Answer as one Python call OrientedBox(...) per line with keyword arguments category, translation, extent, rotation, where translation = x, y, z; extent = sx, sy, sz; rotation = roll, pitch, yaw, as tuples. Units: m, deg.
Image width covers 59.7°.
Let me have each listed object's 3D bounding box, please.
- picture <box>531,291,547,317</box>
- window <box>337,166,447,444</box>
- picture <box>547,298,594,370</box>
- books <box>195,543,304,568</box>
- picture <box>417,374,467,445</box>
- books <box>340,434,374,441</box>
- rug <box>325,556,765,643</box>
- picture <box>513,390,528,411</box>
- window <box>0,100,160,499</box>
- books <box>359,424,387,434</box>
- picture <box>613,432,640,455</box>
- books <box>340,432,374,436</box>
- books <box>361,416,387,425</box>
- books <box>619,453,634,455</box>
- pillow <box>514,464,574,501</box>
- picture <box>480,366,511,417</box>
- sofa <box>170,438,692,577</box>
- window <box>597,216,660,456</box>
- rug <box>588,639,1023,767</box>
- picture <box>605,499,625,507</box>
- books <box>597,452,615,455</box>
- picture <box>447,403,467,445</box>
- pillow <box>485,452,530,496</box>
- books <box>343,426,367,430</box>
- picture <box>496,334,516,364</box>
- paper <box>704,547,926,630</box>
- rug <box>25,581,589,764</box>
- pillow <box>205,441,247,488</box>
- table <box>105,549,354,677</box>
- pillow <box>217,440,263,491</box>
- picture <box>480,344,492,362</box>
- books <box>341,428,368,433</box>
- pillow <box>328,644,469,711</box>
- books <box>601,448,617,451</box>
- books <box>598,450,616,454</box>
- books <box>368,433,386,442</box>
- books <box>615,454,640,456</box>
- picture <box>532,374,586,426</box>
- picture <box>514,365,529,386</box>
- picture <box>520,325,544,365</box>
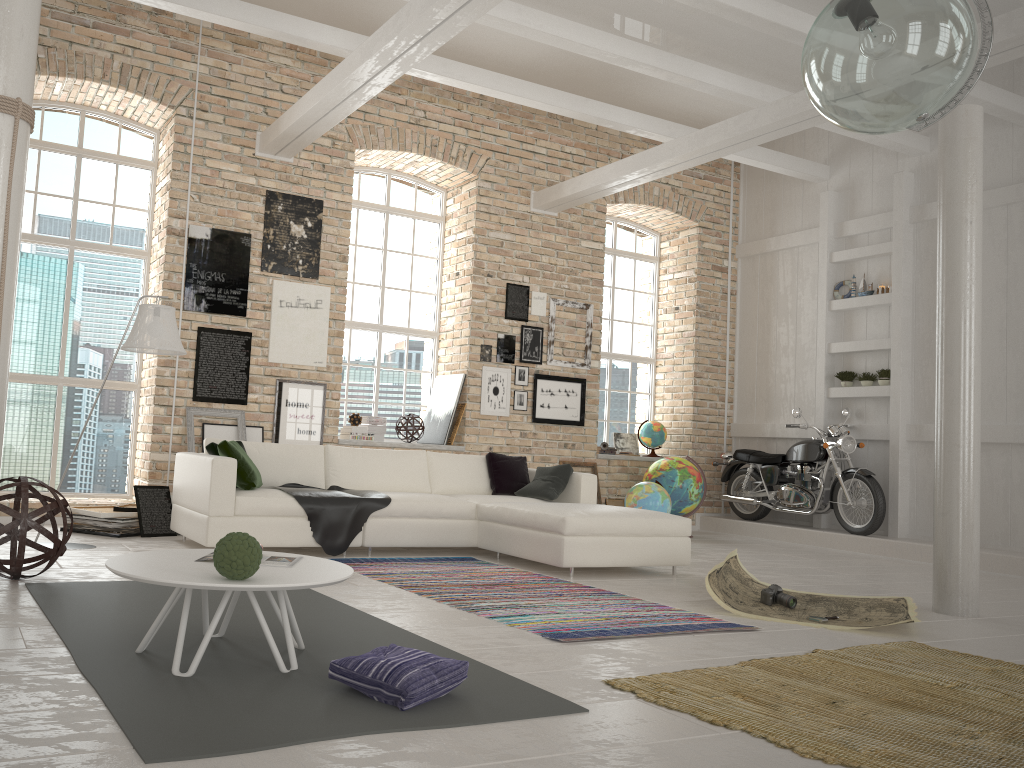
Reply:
OrientedBox(category="picture", translation=(0.294, -0.879, 9.785), extent=(0.183, 0.259, 0.013), rotation=(5, -5, -28))
OrientedBox(category="window", translation=(1.801, -1.062, 4.664), extent=(1.349, 2.988, 12.105), rotation=(5, -5, -32))
OrientedBox(category="picture", translation=(0.650, -0.555, 9.952), extent=(0.570, 0.749, 0.027), rotation=(5, -5, -28))
OrientedBox(category="books", translation=(-1.025, 0.666, 3.505), extent=(0.374, 0.048, 0.304), rotation=(3, -4, 0))
OrientedBox(category="picture", translation=(-0.753, 0.273, 9.534), extent=(0.231, 0.763, 0.622), rotation=(5, -5, -32))
OrientedBox(category="books", translation=(-1.549, 0.536, 8.895), extent=(0.260, 0.048, 0.232), rotation=(6, -5, -33))
OrientedBox(category="rug", translation=(-0.040, 1.228, 5.319), extent=(1.326, 0.008, 2.841), rotation=(6, -5, -33))
OrientedBox(category="picture", translation=(0.092, 0.181, 9.627), extent=(0.166, 0.213, 0.012), rotation=(5, -5, -28))
OrientedBox(category="window", translation=(-0.892, -0.988, 3.211), extent=(1.349, 3.654, 12.105), rotation=(5, -5, -32))
OrientedBox(category="books", translation=(-1.482, 0.466, 9.298), extent=(0.223, 0.088, 0.337), rotation=(6, -5, -36))
OrientedBox(category="picture", translation=(1.423, 0.759, 11.103), extent=(0.371, 0.292, 0.071), rotation=(5, -5, -28))
OrientedBox(category="books", translation=(-1.545, 0.501, 8.899), extent=(0.255, 0.024, 0.232), rotation=(6, -5, -33))
OrientedBox(category="books", translation=(-1.482, 0.380, 9.294), extent=(0.245, 0.085, 0.284), rotation=(0, -6, 40))
OrientedBox(category="books", translation=(1.330, 0.810, 10.353), extent=(0.143, 0.014, 0.099), rotation=(-1, -6, 41))
OrientedBox(category="pillow", translation=(0.272, 0.814, 7.507), extent=(0.319, 0.305, 0.444), rotation=(7, -6, -41))
OrientedBox(category="picture", translation=(-0.170, 0.080, 9.486), extent=(0.346, 0.514, 0.014), rotation=(5, -5, -28))
OrientedBox(category="sofa", translation=(-0.654, 0.915, 6.663), extent=(3.097, 0.841, 2.296), rotation=(6, -5, -29))
OrientedBox(category="window", translation=(4.452, -0.805, 6.080), extent=(1.349, 2.988, 12.105), rotation=(5, -5, -32))
OrientedBox(category="rug", translation=(1.611, 1.154, 3.208), extent=(2.063, 0.021, 1.635), rotation=(6, -5, -36))
OrientedBox(category="picture", translation=(1.182, 1.483, 10.123), extent=(0.253, 0.351, 0.101), rotation=(5, -5, -29))
OrientedBox(category="books", translation=(1.058, 0.816, 10.430), extent=(0.241, 0.025, 0.214), rotation=(6, -5, -29))
OrientedBox(category="picture", translation=(-0.645, 0.428, 9.397), extent=(0.163, 0.460, 0.384), rotation=(5, -5, -32))
OrientedBox(category="pillow", translation=(-0.022, 0.805, 7.848), extent=(0.403, 0.390, 0.256), rotation=(5, -5, -29))
OrientedBox(category="books", translation=(-1.570, 0.434, 8.904), extent=(0.172, 0.030, 0.188), rotation=(7, -6, -41))
OrientedBox(category="picture", translation=(-0.063, -0.378, 9.567), extent=(0.217, 0.306, 0.015), rotation=(5, -5, -28))
OrientedBox(category="paper", translation=(1.800, 1.193, 5.266), extent=(1.119, 0.265, 1.389), rotation=(1, -5, 24))
OrientedBox(category="rug", translation=(-1.129, 1.044, 3.731), extent=(1.355, 0.041, 2.877), rotation=(6, -5, -33))
OrientedBox(category="pillow", translation=(-2.093, 0.607, 6.680), extent=(0.326, 0.365, 0.396), rotation=(2, -4, 15))
OrientedBox(category="table", translation=(-1.054, 0.846, 3.324), extent=(0.881, 0.342, 0.941), rotation=(4, -4, -16))
OrientedBox(category="pillow", translation=(-1.957, 0.580, 6.418), extent=(0.302, 0.343, 0.420), rotation=(3, -4, -7))
OrientedBox(category="picture", translation=(-0.275, -0.326, 9.452), extent=(0.128, 0.178, 0.009), rotation=(5, -5, -23))
OrientedBox(category="books", translation=(-1.578, 0.468, 8.899), extent=(0.190, 0.040, 0.207), rotation=(7, -6, -44))
OrientedBox(category="pillow", translation=(-0.377, 0.973, 2.957), extent=(0.378, 0.164, 0.331), rotation=(0, -5, 35))
OrientedBox(category="books", translation=(1.065, 0.766, 10.443), extent=(0.242, 0.026, 0.216), rotation=(6, -5, -35))
OrientedBox(category="books", translation=(1.057, 0.791, 10.435), extent=(0.240, 0.029, 0.215), rotation=(6, -5, -31))
OrientedBox(category="books", translation=(-1.485, 0.548, 9.291), extent=(0.226, 0.088, 0.333), rotation=(5, -5, -26))
OrientedBox(category="books", translation=(1.340, 0.827, 10.351), extent=(0.215, 0.022, 0.186), rotation=(6, -5, -30))
OrientedBox(category="picture", translation=(0.521, 0.181, 9.850), extent=(0.674, 0.535, 0.033), rotation=(5, -5, -28))
OrientedBox(category="picture", translation=(0.105, -0.087, 9.647), extent=(0.166, 0.213, 0.012), rotation=(5, -5, -28))
OrientedBox(category="picture", translation=(0.216, -0.425, 9.712), extent=(0.276, 0.409, 0.011), rotation=(5, -5, -28))
